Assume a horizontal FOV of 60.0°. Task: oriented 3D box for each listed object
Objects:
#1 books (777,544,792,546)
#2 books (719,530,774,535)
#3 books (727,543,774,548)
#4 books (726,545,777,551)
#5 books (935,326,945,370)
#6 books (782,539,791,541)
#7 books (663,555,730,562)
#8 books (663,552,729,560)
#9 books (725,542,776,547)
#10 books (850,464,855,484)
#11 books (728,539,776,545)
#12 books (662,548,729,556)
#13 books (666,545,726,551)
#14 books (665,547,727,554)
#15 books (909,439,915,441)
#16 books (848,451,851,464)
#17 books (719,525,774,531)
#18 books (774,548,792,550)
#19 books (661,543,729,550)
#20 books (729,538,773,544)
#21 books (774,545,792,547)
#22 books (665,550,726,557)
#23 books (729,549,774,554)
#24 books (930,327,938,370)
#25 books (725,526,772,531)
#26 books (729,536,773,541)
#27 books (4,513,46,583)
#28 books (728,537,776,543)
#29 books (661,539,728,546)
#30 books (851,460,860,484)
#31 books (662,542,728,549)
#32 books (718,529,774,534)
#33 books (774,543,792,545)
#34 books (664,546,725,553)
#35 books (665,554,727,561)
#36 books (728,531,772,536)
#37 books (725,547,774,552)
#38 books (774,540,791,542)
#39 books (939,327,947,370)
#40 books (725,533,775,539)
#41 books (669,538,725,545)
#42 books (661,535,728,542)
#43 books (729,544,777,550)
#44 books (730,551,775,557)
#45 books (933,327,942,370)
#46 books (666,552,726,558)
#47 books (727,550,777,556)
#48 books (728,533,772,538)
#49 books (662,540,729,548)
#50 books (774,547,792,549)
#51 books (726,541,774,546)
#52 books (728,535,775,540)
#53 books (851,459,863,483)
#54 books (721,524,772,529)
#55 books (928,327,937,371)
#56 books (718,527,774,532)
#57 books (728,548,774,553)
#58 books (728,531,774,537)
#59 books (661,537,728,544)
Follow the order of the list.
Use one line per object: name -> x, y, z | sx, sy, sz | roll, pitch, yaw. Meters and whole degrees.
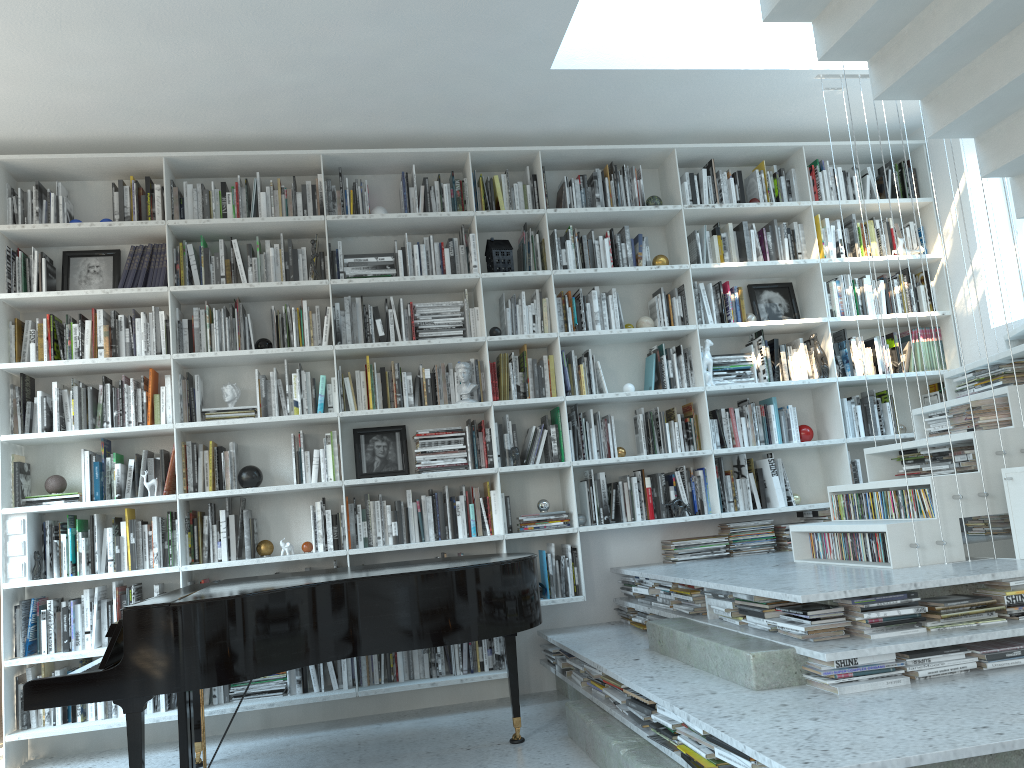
books -> 1.768, 0.955, 5.349 | 0.327, 0.008, 0.208 | -4, -9, -11
books -> 1.394, 0.885, 5.291 | 0.285, 0.005, 0.160 | -4, -9, -10
books -> 1.406, 0.961, 5.274 | 0.254, 0.007, 0.161 | -3, -9, -15
books -> 1.405, 0.974, 5.271 | 0.285, 0.007, 0.160 | -3, -9, -15
books -> 2.685, -0.205, 5.660 | 0.018, 0.293, 0.169 | -4, -8, -11
books -> 1.766, 0.924, 5.348 | 0.327, 0.008, 0.208 | -3, -9, -13
books -> 1.078, 1.023, 5.206 | 0.345, 0.007, 0.194 | -4, -8, -7
books -> 1.078, 1.007, 5.205 | 0.345, 0.007, 0.194 | -5, -8, -6
books -> 1.404, 0.954, 5.279 | 0.285, 0.007, 0.160 | -4, -9, -9
books -> 2.008, 0.596, 5.349 | 0.031, 0.214, 0.165 | -4, -8, -11
books -> 1.403, 0.940, 5.276 | 0.285, 0.007, 0.160 | -3, -9, -15
books -> 1.075, 0.986, 5.217 | 0.345, 0.007, 0.194 | -3, -9, -13
books -> 1.077, 0.963, 5.213 | 0.308, 0.008, 0.195 | -5, -8, -6
books -> 1.076, 0.978, 5.210 | 0.308, 0.008, 0.195 | -3, -9, -16
books -> 2.533, 0.502, 5.460 | 0.010, 0.335, 0.185 | -4, -8, -11
books -> 2.022, 0.558, 5.372 | 0.011, 0.293, 0.144 | -4, -8, -11
books -> 1.395, 0.858, 5.290 | 0.285, 0.005, 0.160 | -3, -9, -14
books -> 1.773, 0.976, 5.335 | 0.327, 0.008, 0.208 | -3, -9, -15
books -> 1.076, 0.956, 5.219 | 0.345, 0.007, 0.194 | -3, -9, -14
books -> 1.401, 0.934, 5.284 | 0.254, 0.007, 0.161 | -4, -9, -10
books -> 1.770, 0.962, 5.346 | 0.367, 0.007, 0.206 | -4, -9, -10
books -> 1.075, 0.994, 5.215 | 0.308, 0.008, 0.195 | -4, -9, -9
books -> 1.407, 0.995, 5.269 | 0.254, 0.007, 0.161 | -4, -8, -7
books -> 2.649, -0.202, 5.658 | 0.018, 0.293, 0.169 | -4, -8, -11
books -> 1.396, 0.863, 5.287 | 0.254, 0.005, 0.161 | -4, -8, -7
books -> 1.400, 0.921, 5.286 | 0.254, 0.007, 0.161 | -4, -9, -10
books -> -2.499, 0.840, 4.561 | 0.106, 0.339, 0.307 | -4, -8, -11
books -> 1.402, 0.926, 5.276 | 0.285, 0.007, 0.160 | -3, -9, -16
books -> 1.073, 0.935, 5.224 | 0.345, 0.007, 0.194 | -4, -9, -9
books -> 2.040, 0.584, 5.351 | 0.014, 0.233, 0.183 | -4, -8, -11
books -> 1.075, 0.949, 5.222 | 0.345, 0.007, 0.194 | -4, -9, -9
books -> 1.393, 0.880, 5.291 | 0.285, 0.005, 0.160 | -4, -9, -12
books -> 1.768, 0.947, 5.348 | 0.327, 0.008, 0.208 | -4, -9, -12
books -> 1.073, 0.972, 5.224 | 0.308, 0.008, 0.195 | -4, -9, -11
books -> 1.078, 1.015, 5.207 | 0.308, 0.008, 0.195 | -3, -9, -15
books -> 1.394, 0.891, 5.289 | 0.254, 0.005, 0.161 | -4, -9, -12
books -> 1.404, 0.982, 5.277 | 0.254, 0.007, 0.161 | -4, -9, -10
books -> 1.767, 0.932, 5.347 | 0.327, 0.008, 0.208 | -4, -9, -9
books -> 2.701, -0.205, 5.673 | 0.018, 0.293, 0.169 | -4, -8, -11
books -> 1.398, 0.908, 5.290 | 0.285, 0.007, 0.160 | -4, -9, -11
books -> 1.073, 0.927, 5.225 | 0.308, 0.008, 0.195 | -4, -9, -9
books -> 1.071, 0.913, 5.227 | 0.345, 0.007, 0.194 | -4, -9, -9
books -> 1.407, 0.967, 5.270 | 0.285, 0.007, 0.160 | -5, -8, -6
books -> 1.408, 1.008, 5.269 | 0.254, 0.007, 0.161 | -4, -9, -8
books -> 2.666, -0.202, 5.667 | 0.018, 0.293, 0.169 | -4, -8, -11
books -> 1.076, 1.000, 5.209 | 0.308, 0.008, 0.195 | -4, -8, -7
books -> 1.406, 1.003, 5.277 | 0.285, 0.007, 0.160 | -4, -9, -11
books -> 1.395, 0.902, 5.290 | 0.254, 0.005, 0.161 | -4, -9, -11
books -> 1.075, 0.940, 5.215 | 0.345, 0.007, 0.194 | -3, -9, -16
books -> 1.772, 0.968, 5.339 | 0.327, 0.008, 0.208 | -4, -9, -8
books -> 1.404, 0.947, 5.276 | 0.254, 0.007, 0.161 | -3, -9, -15
books -> 1.399, 0.914, 5.287 | 0.285, 0.007, 0.160 | -4, -9, -10
books -> 2.062, 0.580, 5.358 | 0.030, 0.238, 0.151 | -4, -8, -11
books -> 1.395, 0.852, 5.287 | 0.254, 0.005, 0.161 | -3, -9, -16
books -> 2.630, -0.200, 5.660 | 0.018, 0.293, 0.169 | -4, -8, -11
books -> 1.394, 0.868, 5.286 | 0.285, 0.005, 0.160 | -3, -9, -15
books -> 1.404, 0.989, 5.278 | 0.254, 0.007, 0.161 | -4, -9, -11
books -> 1.395, 0.896, 5.287 | 0.285, 0.005, 0.160 | -3, -9, -13
books -> 1.072, 0.920, 5.226 | 0.345, 0.007, 0.194 | -3, -9, -13
